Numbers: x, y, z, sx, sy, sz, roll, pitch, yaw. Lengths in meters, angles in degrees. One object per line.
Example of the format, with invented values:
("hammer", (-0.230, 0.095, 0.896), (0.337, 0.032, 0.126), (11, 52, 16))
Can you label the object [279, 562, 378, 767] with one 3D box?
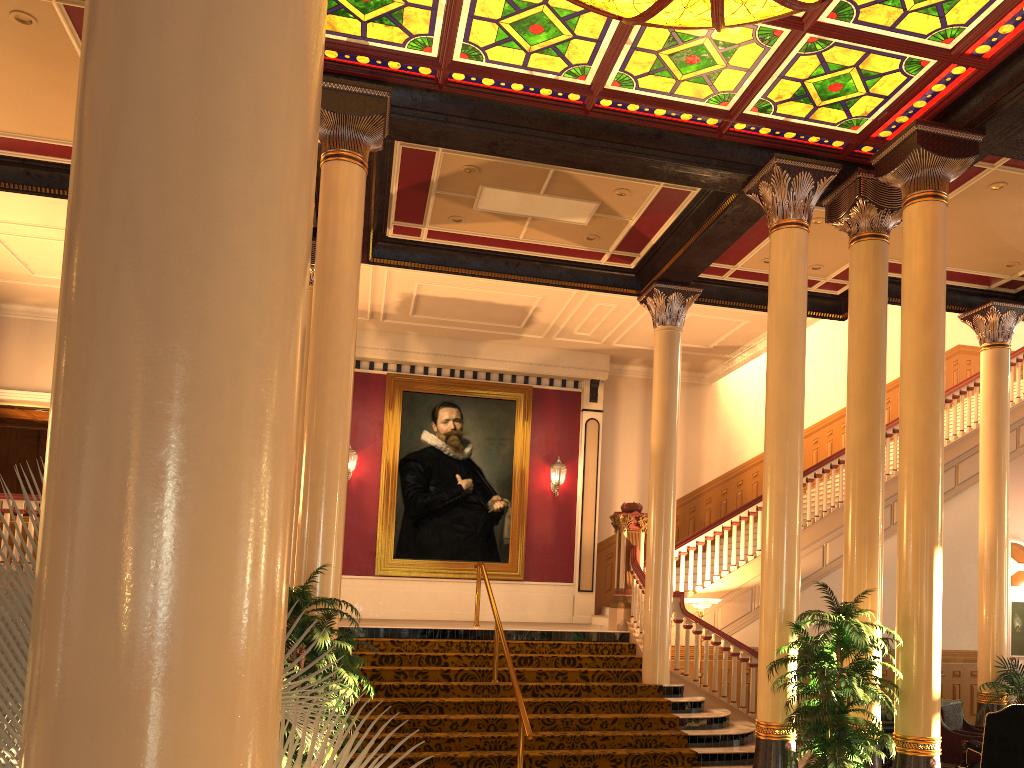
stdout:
("object", (-1.471, 2.281, 5.920), (1.115, 2.124, 1.017), (5, -7, -23))

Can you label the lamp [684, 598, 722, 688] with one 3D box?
("lamp", (2.464, 3.833, 11.455), (0.575, 1.987, 0.593), (1, -5, 6))

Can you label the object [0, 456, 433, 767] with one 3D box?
("object", (-1.070, 1.270, 2.046), (2.097, 2.245, 1.835), (3, -8, -9))

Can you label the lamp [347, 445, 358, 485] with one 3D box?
("lamp", (-2.718, 1.320, 14.419), (0.324, 0.721, 0.393), (3, -7, -11))

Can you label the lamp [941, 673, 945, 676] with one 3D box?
("lamp", (5.026, 3.609, 10.556), (0.326, 0.414, 0.317), (4, -8, -15))

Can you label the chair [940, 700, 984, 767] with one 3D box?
("chair", (5.124, 3.995, 9.594), (0.718, 0.908, 0.623), (9, -10, -42))

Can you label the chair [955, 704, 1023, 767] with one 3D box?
("chair", (4.737, 3.580, 8.324), (0.736, 1.085, 0.760), (2, -7, 3))

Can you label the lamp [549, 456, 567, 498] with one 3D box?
("lamp", (0.801, 1.639, 15.305), (0.324, 0.721, 0.393), (3, -7, -11))

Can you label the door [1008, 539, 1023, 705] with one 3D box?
("door", (10.330, 4.957, 18.073), (1.503, 3.434, 0.200), (3, -4, -14))

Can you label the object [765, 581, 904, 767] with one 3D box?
("object", (2.594, 2.653, 6.973), (1.041, 2.124, 1.088), (-3, -8, 36))

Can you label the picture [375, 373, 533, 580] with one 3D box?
("picture", (-0.962, 1.617, 15.006), (2.596, 3.409, 0.055), (4, -4, -14))

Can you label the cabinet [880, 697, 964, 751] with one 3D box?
("cabinet", (4.671, 4.205, 10.389), (1.278, 0.856, 0.549), (4, -7, -13))

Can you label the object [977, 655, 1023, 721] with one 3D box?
("object", (6.091, 3.961, 10.394), (0.968, 1.417, 1.179), (0, -8, 17))

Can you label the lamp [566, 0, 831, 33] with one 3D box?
("lamp", (1.135, -2.729, 4.817), (3.059, 0.593, 3.002), (5, -14, -14))
